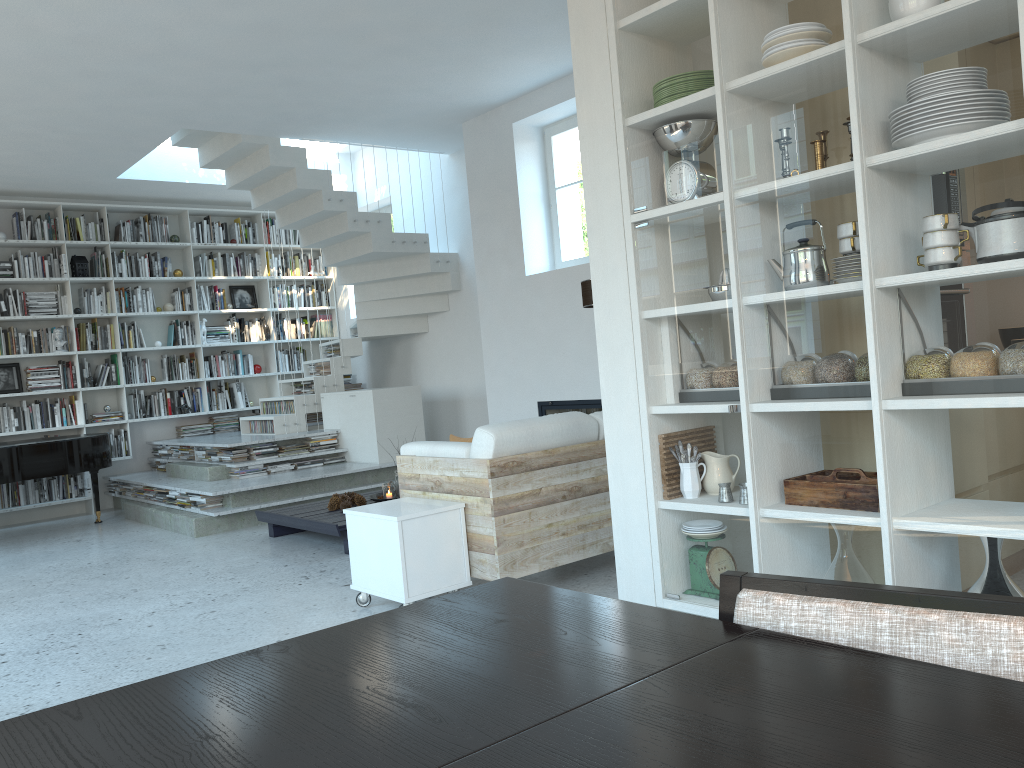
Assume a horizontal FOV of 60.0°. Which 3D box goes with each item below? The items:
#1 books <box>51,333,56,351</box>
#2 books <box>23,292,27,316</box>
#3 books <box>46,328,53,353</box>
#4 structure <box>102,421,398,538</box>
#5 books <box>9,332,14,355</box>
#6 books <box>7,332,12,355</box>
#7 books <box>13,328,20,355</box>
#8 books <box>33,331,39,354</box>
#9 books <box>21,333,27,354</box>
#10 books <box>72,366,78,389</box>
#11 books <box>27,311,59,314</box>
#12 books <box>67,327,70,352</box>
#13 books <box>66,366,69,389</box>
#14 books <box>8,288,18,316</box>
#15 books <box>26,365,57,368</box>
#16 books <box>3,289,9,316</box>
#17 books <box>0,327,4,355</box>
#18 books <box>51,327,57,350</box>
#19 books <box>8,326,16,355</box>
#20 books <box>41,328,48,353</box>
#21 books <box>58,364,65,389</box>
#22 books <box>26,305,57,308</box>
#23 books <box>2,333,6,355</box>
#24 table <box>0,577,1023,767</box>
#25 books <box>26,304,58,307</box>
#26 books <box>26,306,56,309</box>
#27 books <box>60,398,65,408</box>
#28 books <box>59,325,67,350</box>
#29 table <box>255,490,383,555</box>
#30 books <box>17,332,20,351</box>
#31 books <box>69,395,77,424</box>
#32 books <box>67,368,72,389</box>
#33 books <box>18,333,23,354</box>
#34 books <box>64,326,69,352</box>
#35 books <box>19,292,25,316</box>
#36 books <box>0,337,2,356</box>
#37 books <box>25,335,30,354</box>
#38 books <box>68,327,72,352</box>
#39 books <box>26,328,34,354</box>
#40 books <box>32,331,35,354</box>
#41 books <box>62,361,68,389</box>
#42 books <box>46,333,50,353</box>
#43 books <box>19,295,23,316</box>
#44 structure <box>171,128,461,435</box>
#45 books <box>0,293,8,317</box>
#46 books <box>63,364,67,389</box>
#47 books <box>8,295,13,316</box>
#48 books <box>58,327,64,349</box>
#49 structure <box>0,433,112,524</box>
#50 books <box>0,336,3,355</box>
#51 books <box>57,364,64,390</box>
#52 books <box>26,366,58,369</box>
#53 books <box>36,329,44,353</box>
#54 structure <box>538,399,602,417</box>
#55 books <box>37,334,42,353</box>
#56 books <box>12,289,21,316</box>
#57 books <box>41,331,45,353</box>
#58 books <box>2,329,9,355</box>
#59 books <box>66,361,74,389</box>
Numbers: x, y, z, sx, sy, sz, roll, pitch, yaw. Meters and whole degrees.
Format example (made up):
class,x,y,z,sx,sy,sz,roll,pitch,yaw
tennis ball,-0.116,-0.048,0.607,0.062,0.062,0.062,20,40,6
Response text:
class,x,y,z,sx,sy,sz,roll,pitch,yaw
books,-4.611,-0.403,8.897,0.035,0.201,0.149,-7,2,-39
books,-4.807,-0.774,8.724,0.013,0.247,0.176,-7,2,-39
books,-4.638,-0.429,8.880,0.024,0.259,0.126,-7,2,-39
structure,-2.288,0.817,8.914,2.897,0.659,3.113,-6,2,-39
books,-4.902,-0.389,8.661,0.025,0.236,0.137,-7,2,-39
books,-4.911,-0.384,8.644,0.012,0.228,0.169,-7,2,-39
books,-4.859,-0.409,8.669,0.027,0.268,0.190,-7,2,-39
books,-4.730,-0.401,8.778,0.029,0.224,0.185,-7,2,-39
books,-4.817,-0.387,8.722,0.030,0.215,0.168,-7,2,-39
books,-4.454,-0.064,8.988,0.034,0.229,0.199,-7,2,-39
books,-4.695,-0.706,8.845,0.285,0.012,0.159,-6,2,-38
books,-4.514,-0.444,8.986,0.014,0.261,0.137,-7,2,-39
books,-4.515,-0.060,8.976,0.013,0.232,0.134,-7,2,-39
books,-4.891,-0.788,8.680,0.049,0.291,0.162,-7,2,-39
books,-4.683,-0.173,8.825,0.254,0.012,0.161,-6,2,-35
books,-4.932,-0.781,8.651,0.022,0.285,0.130,-7,2,-39
books,-4.957,-0.405,8.596,0.010,0.281,0.170,-7,2,-39
books,-4.601,-0.435,8.918,0.014,0.263,0.135,-7,2,-39
books,-4.885,-0.415,8.667,0.013,0.284,0.177,-7,2,-39
books,-4.667,-0.426,8.843,0.025,0.259,0.150,-7,2,-39
books,-4.541,-0.071,8.932,0.011,0.261,0.184,-7,2,-39
books,-4.699,-0.767,8.841,0.254,0.012,0.161,-6,2,-41
books,-4.956,-0.380,8.626,0.024,0.228,0.147,-7,2,-39
table,0.303,0.729,0.480,1.085,0.736,2.200,-6,2,-39
books,-4.701,-0.779,8.842,0.285,0.012,0.159,-6,2,-38
books,-4.697,-0.755,8.841,0.254,0.012,0.161,-6,2,-37
books,-4.531,0.284,8.955,0.010,0.284,0.132,-7,2,-39
books,-4.543,-0.450,8.968,0.025,0.279,0.108,-7,3,-39
table,-1.020,0.971,6.513,1.269,0.218,1.258,-6,2,-39
books,-4.861,-0.401,8.702,0.011,0.251,0.130,-7,2,-39
books,-4.457,0.268,9.005,0.011,0.300,0.149,-7,2,-39
books,-4.500,-0.054,8.985,0.021,0.217,0.132,-7,2,-39
books,-4.838,-0.386,8.704,0.024,0.216,0.175,-7,2,-39
books,-4.517,-0.445,8.967,0.014,0.266,0.154,-7,2,-39
books,-4.825,-0.772,8.725,0.015,0.245,0.183,-7,2,-39
books,-4.964,-0.397,8.570,0.015,0.267,0.189,-7,2,-39
books,-4.793,-0.382,8.757,0.050,0.199,0.145,-7,2,-39
books,-4.504,-0.447,9.003,0.023,0.265,0.107,-7,2,-39
books,-4.765,-0.415,8.769,0.014,0.259,0.161,-7,2,-39
books,-4.753,-0.404,8.774,0.010,0.234,0.175,-7,2,-39
books,-4.522,-0.087,8.962,0.011,0.288,0.152,-7,2,-39
books,-4.657,-0.401,8.871,0.022,0.207,0.114,-7,2,-39
books,-4.844,-0.756,8.719,0.024,0.216,0.132,-7,2,-39
structure,-2.092,-0.897,8.646,2.612,3.383,1.955,-7,2,-39
books,-4.956,-0.754,8.614,0.066,0.237,0.153,-7,2,-39
books,-4.530,-0.070,8.956,0.013,0.256,0.163,-7,2,-39
books,-4.907,-0.749,8.662,0.024,0.216,0.148,-7,2,-39
books,-4.554,-0.438,8.944,0.025,0.260,0.130,-7,2,-39
structure,-4.377,0.940,7.591,1.917,0.833,1.335,-6,2,-39
books,-4.974,-0.386,8.604,0.010,0.245,0.149,-7,2,-39
books,-4.552,-0.066,8.927,0.012,0.254,0.161,-7,2,-39
books,-4.683,-0.161,8.827,0.254,0.012,0.161,-6,2,-42
books,-4.688,-0.416,8.802,0.012,0.245,0.186,-7,2,-39
structure,0.860,0.380,6.987,0.734,0.584,1.211,-7,2,-43
books,-4.708,-0.392,8.798,0.029,0.200,0.178,-7,2,-39
books,-4.854,-0.781,8.692,0.021,0.269,0.191,-7,2,-39
books,-4.696,-0.409,8.842,0.025,0.230,0.143,-7,2,-39
books,-4.941,-0.397,8.646,0.028,0.259,0.134,-7,2,-39
books,-4.480,-0.087,8.981,0.011,0.279,0.186,-7,2,-39
